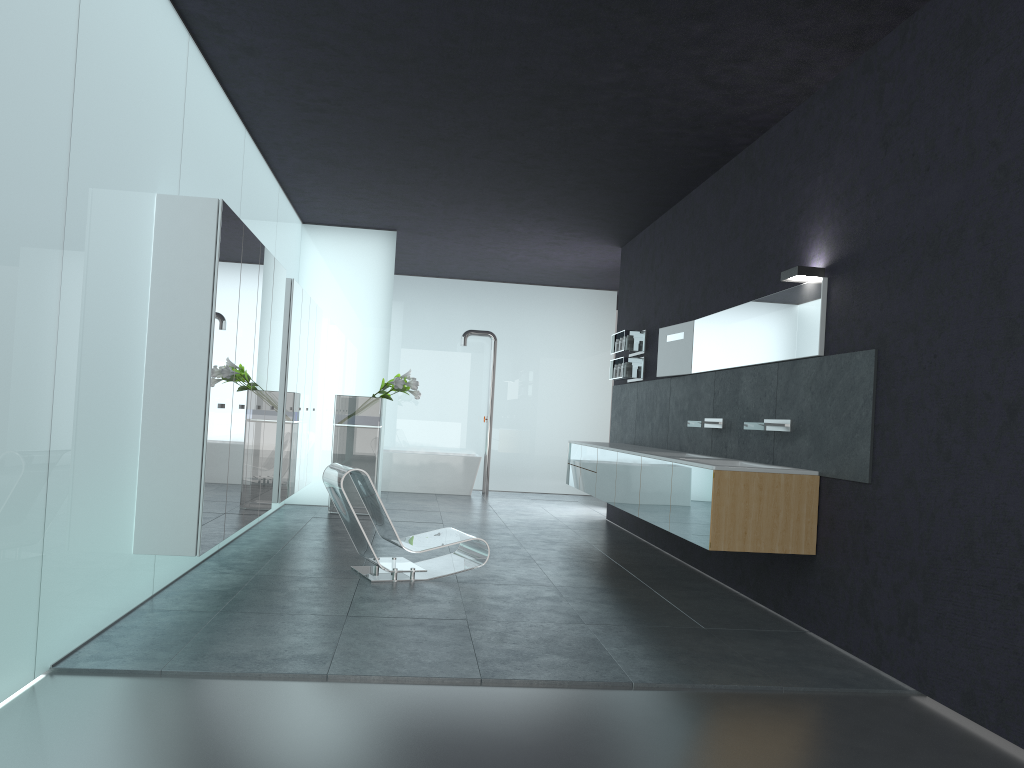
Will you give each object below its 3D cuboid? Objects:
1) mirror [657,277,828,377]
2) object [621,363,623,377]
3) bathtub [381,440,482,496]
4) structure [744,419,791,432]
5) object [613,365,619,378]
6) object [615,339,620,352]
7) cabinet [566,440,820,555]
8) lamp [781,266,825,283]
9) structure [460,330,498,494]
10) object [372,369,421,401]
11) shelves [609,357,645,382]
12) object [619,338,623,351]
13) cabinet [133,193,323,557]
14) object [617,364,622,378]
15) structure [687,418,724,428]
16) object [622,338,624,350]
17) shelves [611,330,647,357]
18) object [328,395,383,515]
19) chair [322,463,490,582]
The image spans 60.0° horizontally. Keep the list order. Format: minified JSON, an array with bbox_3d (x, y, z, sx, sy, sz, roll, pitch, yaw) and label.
[{"bbox_3d":[1.893,-0.396,7.845,0.109,0.532,3.723,3,-2,-8],"label":"mirror"},{"bbox_3d":[1.396,-0.167,10.967,0.096,0.184,0.068,4,-1,-8],"label":"object"},{"bbox_3d":[-1.546,1.402,15.161,1.978,0.858,0.961,4,-2,-6],"label":"bathtub"},{"bbox_3d":[1.897,0.304,6.631,0.186,0.088,0.482,4,-2,-6],"label":"structure"},{"bbox_3d":[1.353,-0.153,11.368,0.096,0.184,0.068,4,-1,-15],"label":"object"},{"bbox_3d":[1.372,-0.480,11.374,0.096,0.184,0.068,4,-1,-15],"label":"object"},{"bbox_3d":[1.375,0.932,8.656,0.734,0.556,5.585,4,-2,-6],"label":"cabinet"},{"bbox_3d":[2.024,-0.762,6.180,0.198,0.066,0.277,4,-2,-6],"label":"lamp"},{"bbox_3d":[-0.637,0.504,15.268,0.643,2.870,0.123,3,-1,-7],"label":"structure"},{"bbox_3d":[-1.674,0.151,11.348,1.024,0.779,0.974,4,-2,-14],"label":"object"},{"bbox_3d":[1.433,-0.182,11.095,0.265,0.285,0.770,4,-2,-6],"label":"shelves"},{"bbox_3d":[1.395,-0.487,11.161,0.096,0.184,0.068,3,-1,3],"label":"object"},{"bbox_3d":[-2.380,0.045,8.435,0.398,2.214,6.006,3,-2,-6],"label":"cabinet"},{"bbox_3d":[1.376,-0.160,11.155,0.096,0.184,0.068,3,-1,3],"label":"object"},{"bbox_3d":[1.744,0.351,8.041,0.186,0.088,0.482,4,-2,-6],"label":"structure"},{"bbox_3d":[1.415,-0.494,10.973,0.096,0.184,0.068,4,-1,-8],"label":"object"},{"bbox_3d":[1.452,-0.509,11.101,0.265,0.285,0.770,4,-2,-6],"label":"shelves"},{"bbox_3d":[-2.010,0.906,11.455,0.585,1.490,0.575,3,-1,-6],"label":"object"},{"bbox_3d":[-0.869,1.115,7.235,1.262,0.870,0.629,4,-2,-25],"label":"chair"}]
